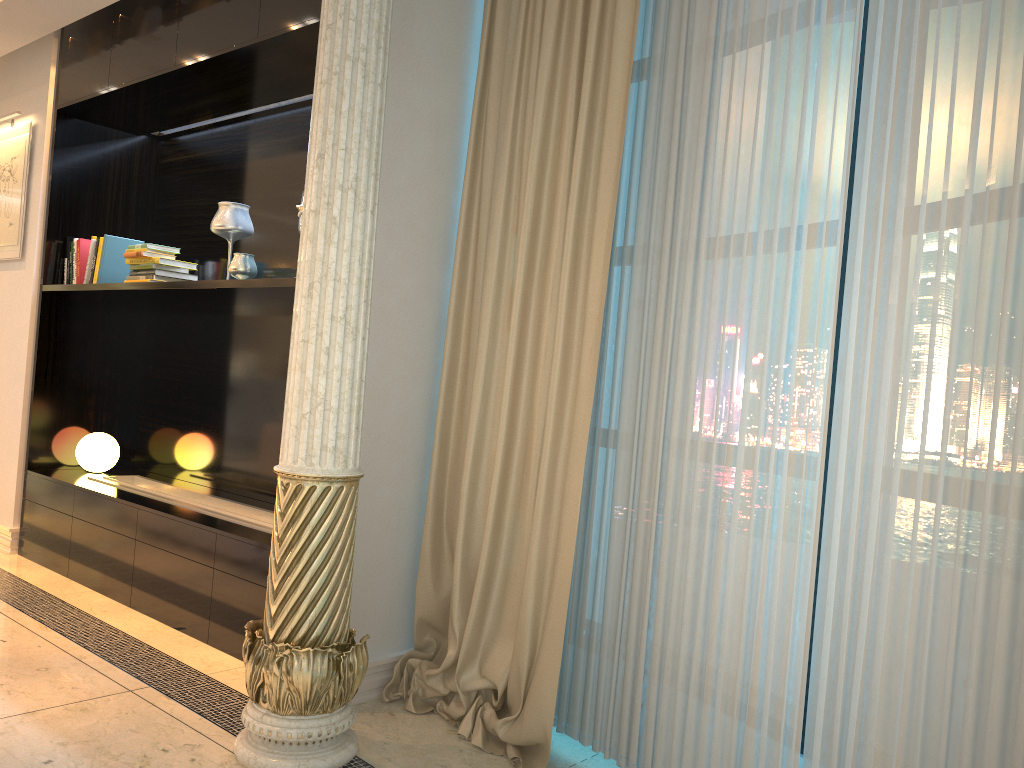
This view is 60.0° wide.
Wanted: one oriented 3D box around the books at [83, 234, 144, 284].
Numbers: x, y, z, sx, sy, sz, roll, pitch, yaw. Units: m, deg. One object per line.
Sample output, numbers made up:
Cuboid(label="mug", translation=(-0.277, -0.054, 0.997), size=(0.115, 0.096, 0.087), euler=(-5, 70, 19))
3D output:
Cuboid(label="books", translation=(-2.026, -0.609, 4.503), size=(0.210, 0.261, 0.212), euler=(5, 0, 41))

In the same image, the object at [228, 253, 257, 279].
Cuboid(label="object", translation=(-1.170, -0.485, 3.849), size=(0.119, 0.154, 0.119), euler=(5, 0, -39))

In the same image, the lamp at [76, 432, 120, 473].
Cuboid(label="lamp", translation=(-2.196, 0.363, 4.704), size=(0.212, 0.214, 0.213), euler=(5, 0, -10))

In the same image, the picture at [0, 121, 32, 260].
Cuboid(label="picture", translation=(-2.787, -1.042, 4.881), size=(0.610, 0.729, 0.027), euler=(5, 0, 41))

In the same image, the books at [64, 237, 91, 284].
Cuboid(label="books", translation=(-2.204, -0.627, 4.652), size=(0.240, 0.270, 0.208), euler=(5, 0, 41))

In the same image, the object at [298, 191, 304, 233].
Cuboid(label="object", translation=(-0.815, -0.580, 3.700), size=(0.156, 0.426, 0.156), euler=(5, 0, -44))

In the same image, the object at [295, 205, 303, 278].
Cuboid(label="object", translation=(-0.757, -0.523, 3.312), size=(0.182, 0.293, 0.116), euler=(5, 0, 38))

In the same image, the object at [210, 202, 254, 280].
Cuboid(label="object", translation=(-1.251, -0.606, 3.943), size=(0.181, 0.381, 0.181), euler=(5, 0, 35))

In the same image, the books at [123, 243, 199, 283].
Cuboid(label="books", translation=(-1.678, -0.551, 4.232), size=(0.296, 0.197, 0.260), euler=(5, 0, 43))
